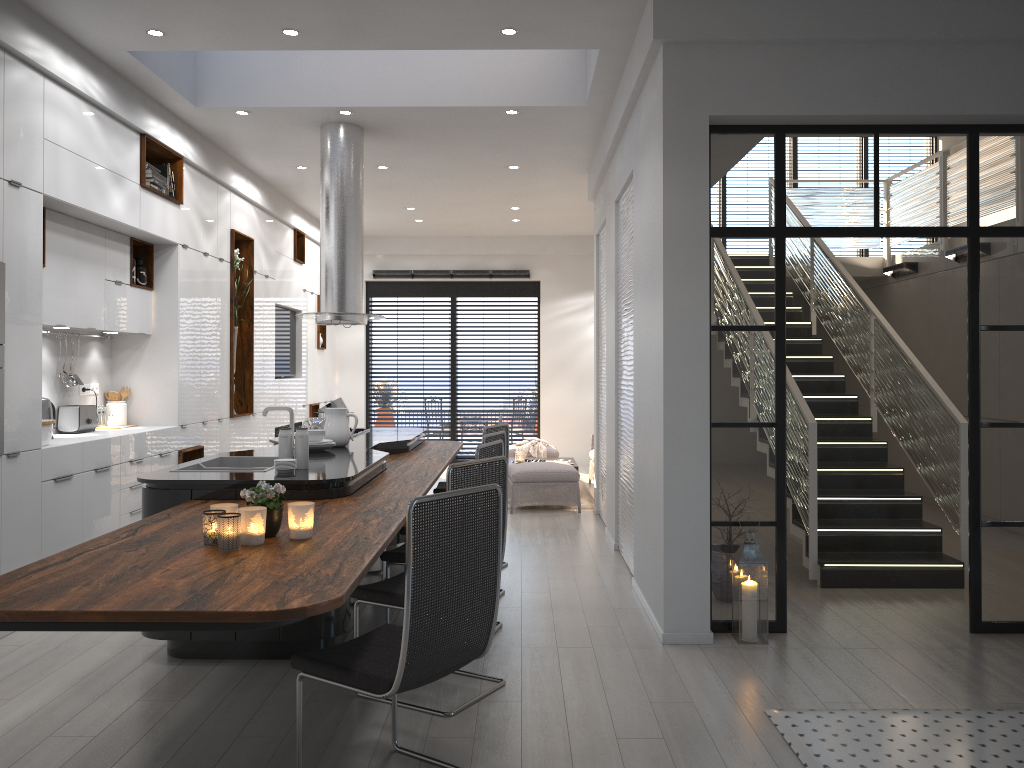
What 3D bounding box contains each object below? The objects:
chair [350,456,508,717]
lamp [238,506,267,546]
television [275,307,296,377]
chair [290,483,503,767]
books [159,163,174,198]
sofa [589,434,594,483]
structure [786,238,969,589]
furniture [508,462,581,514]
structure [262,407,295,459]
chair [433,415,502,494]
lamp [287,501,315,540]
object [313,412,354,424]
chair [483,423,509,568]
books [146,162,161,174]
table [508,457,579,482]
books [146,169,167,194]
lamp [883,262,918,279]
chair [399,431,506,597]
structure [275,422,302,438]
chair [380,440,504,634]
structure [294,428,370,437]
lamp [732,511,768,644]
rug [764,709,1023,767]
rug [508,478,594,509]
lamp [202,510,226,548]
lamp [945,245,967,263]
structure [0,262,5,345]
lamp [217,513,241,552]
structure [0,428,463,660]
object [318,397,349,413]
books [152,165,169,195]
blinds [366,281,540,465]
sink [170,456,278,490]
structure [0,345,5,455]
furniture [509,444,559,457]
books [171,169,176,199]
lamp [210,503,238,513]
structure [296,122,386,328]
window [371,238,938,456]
[{"bbox_3d":[-0.363,0.827,3.888,0.536,1.018,0.471,0,0,31],"label":"chair"},{"bbox_3d":[-0.900,0.493,3.074,0.095,0.124,0.095,0,0,-6],"label":"lamp"},{"bbox_3d":[-2.696,-0.479,10.347,0.050,0.805,1.187,0,0,1],"label":"television"},{"bbox_3d":[-0.382,0.842,2.950,0.536,1.018,0.471,0,0,36],"label":"chair"},{"bbox_3d":[-2.747,-1.557,6.884,0.253,0.312,0.030,0,-1,1],"label":"books"},{"bbox_3d":[1.381,0.827,9.884,0.898,0.825,2.093,0,1,1],"label":"sofa"},{"bbox_3d":[3.138,-0.524,7.620,2.393,3.602,5.801,0,0,1],"label":"structure"},{"bbox_3d":[0.302,1.024,8.988,0.699,0.460,0.699,0,0,-4],"label":"furniture"},{"bbox_3d":[-1.271,0.280,4.804,0.177,0.310,0.089,0,0,1],"label":"structure"},{"bbox_3d":[-0.352,0.774,7.202,0.536,1.018,0.471,0,0,1],"label":"chair"},{"bbox_3d":[-0.758,0.491,3.187,0.095,0.124,0.095,0,0,34],"label":"lamp"},{"bbox_3d":[-1.433,0.300,7.129,0.266,0.147,0.253,1,1,44],"label":"object"},{"bbox_3d":[-0.350,0.789,6.239,0.536,1.018,0.471,0,0,21],"label":"chair"},{"bbox_3d":[-2.774,-1.590,6.567,0.250,0.047,0.307,0,1,-4],"label":"books"},{"bbox_3d":[0.226,1.061,10.099,1.000,0.350,1.000,0,1,1],"label":"table"},{"bbox_3d":[-2.753,-1.498,6.587,0.279,0.137,0.345,0,1,-4],"label":"books"},{"bbox_3d":[4.272,-1.246,9.757,0.152,0.124,0.568,0,1,1],"label":"lamp"},{"bbox_3d":[-0.355,0.802,5.425,0.536,1.018,0.471,0,0,16],"label":"chair"},{"bbox_3d":[-2.705,0.733,10.336,0.221,0.516,1.204,0,1,1],"label":"structure"},{"bbox_3d":[-0.363,0.814,4.706,0.536,1.018,0.471,0,0,16],"label":"chair"},{"bbox_3d":[-1.459,0.386,7.128,0.502,0.026,0.811,0,1,1],"label":"structure"},{"bbox_3d":[1.229,0.990,4.589,0.148,0.665,0.157,0,-1,1],"label":"lamp"},{"bbox_3d":[2.162,1.337,2.844,2.276,0.020,1.585,0,1,0],"label":"rug"},{"bbox_3d":[0.085,1.224,10.155,1.623,0.020,2.520,0,1,0],"label":"rug"},{"bbox_3d":[-1.022,0.497,3.040,0.078,0.120,0.078,0,0,-16],"label":"lamp"},{"bbox_3d":[4.257,-1.223,8.297,0.152,0.124,0.568,0,1,1],"label":"lamp"},{"bbox_3d":[-2.873,-0.411,4.323,0.459,0.430,0.595,0,0,1],"label":"structure"},{"bbox_3d":[-0.950,0.498,2.974,0.078,0.120,0.078,0,0,-16],"label":"lamp"},{"bbox_3d":[-1.115,0.875,5.042,1.377,0.887,5.640,0,1,1],"label":"structure"},{"bbox_3d":[-1.441,0.214,7.126,0.249,0.212,0.256,0,0,36],"label":"object"},{"bbox_3d":[-2.735,-1.547,6.801,0.197,0.268,0.026,0,-1,1],"label":"books"},{"bbox_3d":[-0.868,-0.173,13.238,2.584,2.721,0.358,0,-1,1],"label":"blinds"},{"bbox_3d":[-1.480,0.506,4.831,0.485,0.152,0.738,0,1,1],"label":"sink"},{"bbox_3d":[-2.854,0.090,4.318,0.495,0.570,0.595,0,0,1],"label":"structure"},{"bbox_3d":[0.253,0.987,11.301,0.699,0.460,0.699,0,0,1],"label":"furniture"},{"bbox_3d":[-2.742,-1.553,6.963,0.210,0.267,0.026,0,-1,1],"label":"books"},{"bbox_3d":[-1.022,0.492,3.146,0.095,0.124,0.095,0,0,18],"label":"lamp"},{"bbox_3d":[-1.374,-1.267,7.161,0.695,1.609,1.043,0,0,0],"label":"structure"},{"bbox_3d":[2.159,-1.446,13.564,8.566,5.062,0.462,0,-1,-1],"label":"window"}]
